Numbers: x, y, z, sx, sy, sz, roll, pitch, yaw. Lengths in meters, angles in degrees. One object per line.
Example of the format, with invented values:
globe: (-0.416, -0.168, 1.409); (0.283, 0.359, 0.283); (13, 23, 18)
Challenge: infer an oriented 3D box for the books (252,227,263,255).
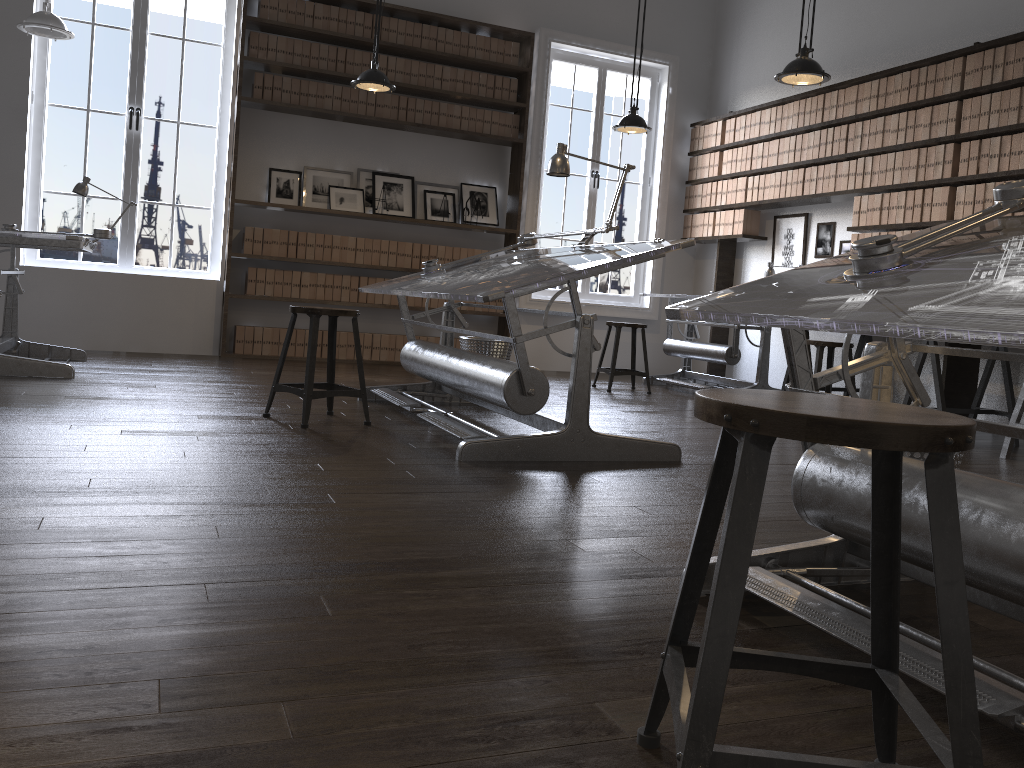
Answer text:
books: (-2.080, -1.158, 7.218); (0.066, 0.225, 0.175); (3, 4, -23)

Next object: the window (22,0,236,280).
window: (-2.942, -2.037, 6.904); (1.481, 2.492, 0.154); (3, 3, -22)

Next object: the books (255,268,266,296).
books: (-2.066, -0.836, 7.247); (0.066, 0.225, 0.175); (3, 4, -23)

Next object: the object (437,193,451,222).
object: (-0.588, -1.528, 7.701); (0.124, 0.260, 0.040); (3, 3, -22)

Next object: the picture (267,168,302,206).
picture: (-1.890, -1.626, 7.366); (0.266, 0.314, 0.058); (3, 3, -22)

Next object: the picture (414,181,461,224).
picture: (-0.660, -1.598, 7.853); (0.433, 0.360, 0.095); (3, 3, -22)

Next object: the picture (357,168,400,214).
picture: (-1.157, -1.641, 7.649); (0.369, 0.405, 0.091); (3, 3, -22)

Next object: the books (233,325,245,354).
books: (-2.228, -0.363, 7.222); (0.066, 0.225, 0.175); (3, 4, -23)

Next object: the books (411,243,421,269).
books: (-0.859, -1.112, 7.730); (0.066, 0.225, 0.175); (3, 4, -23)

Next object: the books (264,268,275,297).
books: (-2.000, -0.834, 7.278); (0.066, 0.225, 0.175); (3, 4, -23)

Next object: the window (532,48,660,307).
window: (0.761, -1.891, 8.304); (1.243, 2.304, 0.154); (3, 3, -22)

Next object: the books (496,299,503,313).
books: (-0.133, -0.763, 8.048); (0.066, 0.225, 0.175); (3, 4, -22)

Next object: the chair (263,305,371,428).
chair: (-0.871, -0.084, 4.047); (0.371, 0.527, 0.359); (1, 5, -44)

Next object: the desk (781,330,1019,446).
desk: (2.422, -0.056, 5.677); (0.655, 0.668, 1.675); (3, 5, -23)

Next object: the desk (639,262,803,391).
desk: (1.793, -0.462, 7.166); (1.070, 1.095, 1.274); (3, 4, -22)

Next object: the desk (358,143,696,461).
desk: (-0.028, -0.490, 4.401); (1.075, 1.383, 2.289); (3, 5, -23)

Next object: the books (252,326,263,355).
books: (-2.097, -0.357, 7.270); (0.067, 0.225, 0.175); (3, 4, -22)

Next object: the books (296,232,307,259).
books: (-1.759, -1.147, 7.358); (0.066, 0.225, 0.175); (3, 4, -22)

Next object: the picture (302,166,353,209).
picture: (-1.553, -1.635, 7.483); (0.415, 0.364, 0.083); (3, 3, -22)

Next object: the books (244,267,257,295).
books: (-2.133, -0.839, 7.219); (0.067, 0.225, 0.175); (3, 4, -22)

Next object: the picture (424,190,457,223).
picture: (-0.636, -1.558, 7.821); (0.289, 0.290, 0.127); (3, 3, -22)

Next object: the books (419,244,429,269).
books: (-0.788, -1.109, 7.753); (0.067, 0.225, 0.175); (3, 4, -22)

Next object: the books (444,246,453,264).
books: (-0.590, -1.102, 7.840); (0.066, 0.225, 0.175); (3, 4, -22)

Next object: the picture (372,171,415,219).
picture: (-1.022, -1.623, 7.649); (0.373, 0.390, 0.149); (3, 3, -22)

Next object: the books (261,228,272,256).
books: (-2.013, -1.156, 7.245); (0.067, 0.225, 0.175); (3, 4, -22)

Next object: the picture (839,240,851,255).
picture: (2.605, -1.012, 6.797); (0.023, 0.183, 0.252); (3, 4, -23)

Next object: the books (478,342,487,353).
books: (-0.298, -0.288, 8.013); (0.067, 0.225, 0.175); (3, 4, -22)

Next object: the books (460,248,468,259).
books: (-0.460, -1.096, 7.888); (0.067, 0.225, 0.175); (3, 4, -23)

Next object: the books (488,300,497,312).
books: (-0.200, -0.766, 8.025); (0.066, 0.225, 0.175); (3, 4, -23)

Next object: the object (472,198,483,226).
object: (-0.305, -1.522, 7.857); (0.110, 0.261, 0.040); (3, 3, -22)

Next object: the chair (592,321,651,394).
chair: (0.856, -0.204, 6.768); (0.358, 0.527, 0.373); (4, 3, -14)

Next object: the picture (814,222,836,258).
picture: (2.502, -1.147, 7.069); (0.022, 0.284, 0.202); (3, 3, -23)

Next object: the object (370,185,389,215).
object: (-1.116, -1.548, 7.469); (0.174, 0.260, 0.040); (3, 3, -22)

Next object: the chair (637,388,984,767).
chair: (0.356, 0.286, 1.064); (0.358, 0.527, 0.372); (5, 3, 6)

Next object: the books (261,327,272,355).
books: (-2.030, -0.355, 7.300); (0.066, 0.225, 0.175); (3, 4, -23)

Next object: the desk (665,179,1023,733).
desk: (1.238, -0.106, 1.305); (1.075, 1.383, 2.077); (3, 5, -23)

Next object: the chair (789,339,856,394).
chair: (1.917, -0.002, 5.468); (0.358, 0.527, 0.373); (4, 3, -14)

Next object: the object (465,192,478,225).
object: (-0.356, -1.542, 7.804); (0.118, 0.303, 0.040); (3, 3, -22)

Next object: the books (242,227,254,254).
books: (-2.148, -1.161, 7.194); (0.066, 0.225, 0.175); (3, 4, -23)

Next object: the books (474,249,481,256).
books: (-0.342, -1.092, 7.940); (0.066, 0.225, 0.175); (3, 4, -22)

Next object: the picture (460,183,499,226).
picture: (-0.291, -1.615, 7.972); (0.342, 0.363, 0.161); (3, 3, -22)

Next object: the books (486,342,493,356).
books: (-0.232, -0.286, 8.047); (0.066, 0.225, 0.175); (3, 4, -23)

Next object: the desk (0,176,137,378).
desk: (-2.901, -0.693, 5.287); (1.170, 1.186, 1.274); (3, 4, -22)

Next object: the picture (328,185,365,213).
picture: (-1.394, -1.552, 7.472); (0.299, 0.228, 0.145); (3, 4, -22)

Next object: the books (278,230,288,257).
books: (-1.897, -1.152, 7.301); (0.066, 0.225, 0.175); (3, 4, -22)

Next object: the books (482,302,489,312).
books: (-0.266, -0.768, 7.998); (0.066, 0.225, 0.175); (3, 4, -23)

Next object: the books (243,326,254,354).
books: (-2.163, -0.360, 7.247); (0.066, 0.225, 0.175); (3, 4, -23)

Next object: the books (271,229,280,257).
books: (-1.957, -1.154, 7.274); (0.066, 0.225, 0.175); (3, 4, -23)

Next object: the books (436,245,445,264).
books: (-0.654, -1.104, 7.810); (0.066, 0.225, 0.175); (3, 4, -23)

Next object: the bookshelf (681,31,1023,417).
bookshelf: (3.491, -0.407, 4.371); (0.373, 3.198, 9.215); (3, 5, -23)

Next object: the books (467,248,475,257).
books: (-0.400, -1.094, 7.917); (0.066, 0.225, 0.175); (3, 4, -22)

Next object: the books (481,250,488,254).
books: (-0.279, -1.089, 7.964); (0.067, 0.225, 0.175); (3, 4, -23)

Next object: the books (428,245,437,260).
books: (-0.721, -1.107, 7.787); (0.066, 0.225, 0.175); (3, 4, -23)

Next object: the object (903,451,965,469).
object: (1.056, 0.280, 2.433); (0.353, 0.377, 0.354); (4, 4, -1)

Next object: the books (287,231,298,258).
books: (-1.827, -1.149, 7.324); (0.067, 0.225, 0.175); (3, 4, -23)

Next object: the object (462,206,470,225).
object: (-0.404, -1.471, 7.751); (0.066, 0.165, 0.040); (3, 3, -23)

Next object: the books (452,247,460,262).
books: (-0.524, -1.099, 7.867); (0.066, 0.225, 0.175); (3, 4, -22)

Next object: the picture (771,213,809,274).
picture: (2.330, -1.138, 7.452); (0.040, 0.573, 0.416); (3, 3, -23)

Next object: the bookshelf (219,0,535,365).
bookshelf: (-1.158, -1.325, 7.636); (2.471, 3.715, 0.414); (3, 3, -22)

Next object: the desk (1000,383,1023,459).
desk: (3.088, 0.146, 4.047); (0.655, 0.668, 1.675); (3, 5, -23)
